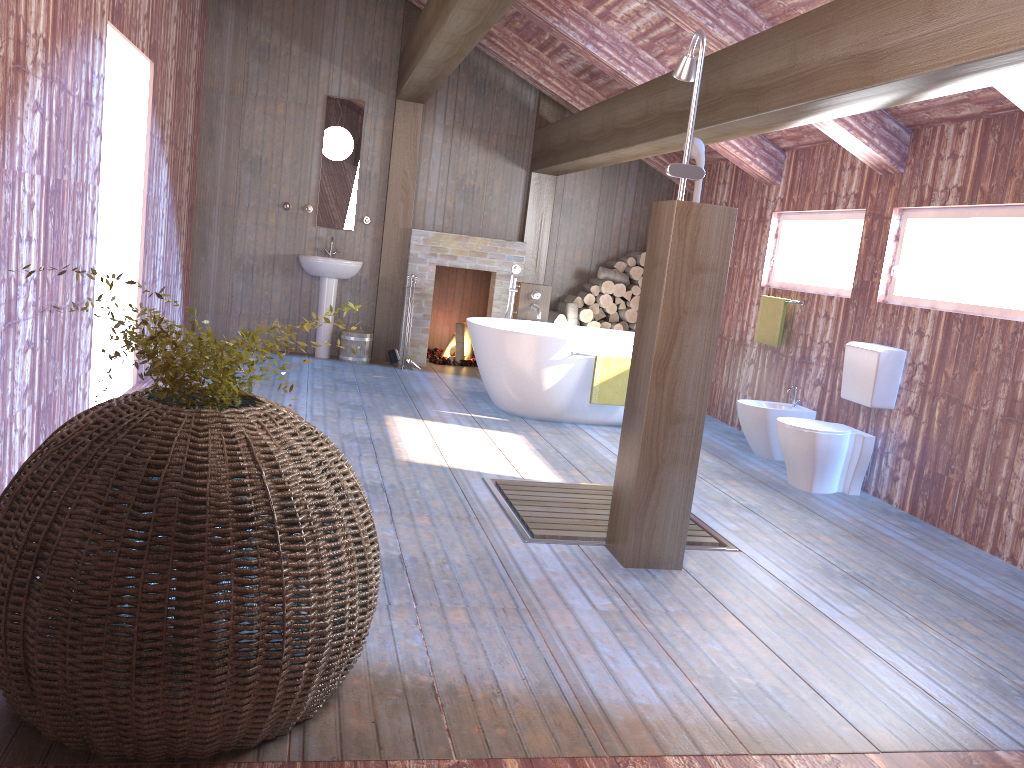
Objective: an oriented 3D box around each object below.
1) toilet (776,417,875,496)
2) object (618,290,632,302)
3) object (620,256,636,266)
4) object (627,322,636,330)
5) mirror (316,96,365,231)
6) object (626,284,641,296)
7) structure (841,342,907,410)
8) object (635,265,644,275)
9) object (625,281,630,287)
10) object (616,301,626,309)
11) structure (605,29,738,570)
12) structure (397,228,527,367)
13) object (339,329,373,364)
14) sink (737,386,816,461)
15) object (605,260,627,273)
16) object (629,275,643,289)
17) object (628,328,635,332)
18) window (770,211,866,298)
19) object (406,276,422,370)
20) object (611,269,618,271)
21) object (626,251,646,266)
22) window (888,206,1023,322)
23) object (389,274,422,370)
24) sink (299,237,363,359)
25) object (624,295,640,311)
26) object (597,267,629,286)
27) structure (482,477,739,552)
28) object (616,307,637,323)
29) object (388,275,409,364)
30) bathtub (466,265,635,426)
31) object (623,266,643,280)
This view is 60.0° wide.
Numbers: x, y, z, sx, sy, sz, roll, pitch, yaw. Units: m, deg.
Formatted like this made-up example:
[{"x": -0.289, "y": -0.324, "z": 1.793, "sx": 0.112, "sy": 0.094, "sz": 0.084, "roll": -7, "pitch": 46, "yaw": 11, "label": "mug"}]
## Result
[{"x": 1.848, "y": 0.442, "z": 5.415, "sx": 0.534, "sy": 0.400, "sz": 0.375, "roll": 5, "pitch": 9, "yaw": -12, "label": "toilet"}, {"x": 1.074, "y": -0.889, "z": 8.838, "sx": 0.109, "sy": 0.124, "sz": 0.424, "roll": 5, "pitch": 9, "yaw": -14, "label": "object"}, {"x": 1.151, "y": -1.216, "z": 8.790, "sx": 0.094, "sy": 0.097, "sz": 0.227, "roll": 5, "pitch": 9, "yaw": -12, "label": "object"}, {"x": 1.225, "y": -0.603, "z": 8.900, "sx": 0.114, "sy": 0.113, "sz": 0.301, "roll": 4, "pitch": 9, "yaw": -15, "label": "object"}, {"x": -1.605, "y": -2.055, "z": 8.300, "sx": 0.350, "sy": 1.199, "sz": 0.009, "roll": 5, "pitch": 9, "yaw": -13, "label": "mirror"}, {"x": 1.169, "y": -0.952, "z": 8.848, "sx": 0.102, "sy": 0.109, "sz": 0.438, "roll": 5, "pitch": 9, "yaw": -13, "label": "object"}, {"x": 2.180, "y": -0.058, "z": 5.393, "sx": 0.182, "sy": 0.363, "sz": 0.358, "roll": 5, "pitch": 9, "yaw": -12, "label": "structure"}, {"x": 1.308, "y": -1.153, "z": 8.848, "sx": 0.141, "sy": 0.143, "sz": 0.437, "roll": 5, "pitch": 9, "yaw": -15, "label": "object"}, {"x": 1.085, "y": -1.036, "z": 8.919, "sx": 0.121, "sy": 0.124, "sz": 0.291, "roll": 5, "pitch": 9, "yaw": -12, "label": "object"}, {"x": 1.066, "y": -0.802, "z": 8.859, "sx": 0.085, "sy": 0.096, "sz": 0.280, "roll": 5, "pitch": 9, "yaw": -12, "label": "object"}, {"x": 0.696, "y": -0.347, "z": 3.688, "sx": 0.328, "sy": 2.209, "sz": 0.522, "roll": 8, "pitch": 9, "yaw": 7, "label": "structure"}, {"x": -0.502, "y": -0.791, "z": 8.695, "sx": 1.130, "sy": 1.330, "sz": 0.226, "roll": 5, "pitch": 9, "yaw": -13, "label": "structure"}, {"x": -1.475, "y": -0.353, "z": 8.388, "sx": 0.309, "sy": 0.290, "sz": 0.308, "roll": 6, "pitch": 9, "yaw": -3, "label": "object"}, {"x": 1.807, "y": 0.260, "z": 6.188, "sx": 0.515, "sy": 0.517, "sz": 0.335, "roll": 5, "pitch": 9, "yaw": -12, "label": "sink"}, {"x": 1.037, "y": -1.172, "z": 8.884, "sx": 0.140, "sy": 0.121, "sz": 0.319, "roll": 5, "pitch": 9, "yaw": -12, "label": "object"}, {"x": 1.254, "y": -1.023, "z": 8.859, "sx": 0.143, "sy": 0.151, "sz": 0.440, "roll": 5, "pitch": 9, "yaw": -13, "label": "object"}, {"x": 1.215, "y": -0.496, "z": 8.912, "sx": 0.116, "sy": 0.117, "sz": 0.289, "roll": 4, "pitch": 9, "yaw": -15, "label": "object"}, {"x": 2.222, "y": -0.948, "z": 6.408, "sx": 0.054, "sy": 0.587, "sz": 1.255, "roll": 5, "pitch": 9, "yaw": -12, "label": "window"}, {"x": -0.923, "y": -0.577, "z": 8.324, "sx": 0.206, "sy": 0.871, "sz": 0.126, "roll": 12, "pitch": 10, "yaw": 29, "label": "object"}, {"x": 0.975, "y": -1.092, "z": 8.883, "sx": 0.113, "sy": 0.130, "sz": 0.291, "roll": 5, "pitch": 9, "yaw": -12, "label": "object"}, {"x": 1.265, "y": -1.250, "z": 8.839, "sx": 0.135, "sy": 0.139, "sz": 0.456, "roll": 5, "pitch": 9, "yaw": -12, "label": "object"}, {"x": 2.526, "y": -0.685, "z": 4.915, "sx": 0.054, "sy": 0.587, "sz": 1.255, "roll": 5, "pitch": 9, "yaw": -12, "label": "window"}, {"x": -1.010, "y": -0.597, "z": 8.368, "sx": 0.276, "sy": 0.888, "sz": 0.333, "roll": 11, "pitch": 10, "yaw": 28, "label": "object"}, {"x": -1.722, "y": -0.797, "z": 8.281, "sx": 0.582, "sy": 1.143, "sz": 0.475, "roll": 5, "pitch": 9, "yaw": -14, "label": "sink"}, {"x": 1.174, "y": -0.824, "z": 8.876, "sx": 0.136, "sy": 0.157, "sz": 0.439, "roll": 5, "pitch": 9, "yaw": -12, "label": "object"}, {"x": 0.991, "y": -1.056, "z": 8.688, "sx": 0.302, "sy": 0.157, "sz": 0.121, "roll": 5, "pitch": 9, "yaw": -12, "label": "object"}, {"x": 0.430, "y": 0.652, "z": 4.372, "sx": 1.000, "sy": 0.067, "sz": 1.000, "roll": 5, "pitch": 9, "yaw": -13, "label": "structure"}, {"x": 1.118, "y": -0.706, "z": 8.884, "sx": 0.141, "sy": 0.143, "sz": 0.437, "roll": 5, "pitch": 9, "yaw": -15, "label": "object"}, {"x": -1.066, "y": -0.604, "z": 8.301, "sx": 0.136, "sy": 0.846, "sz": 0.062, "roll": 2, "pitch": 10, "yaw": -32, "label": "object"}, {"x": 0.603, "y": -0.286, "z": 6.878, "sx": 1.935, "sy": 1.109, "sz": 1.460, "roll": 8, "pitch": 9, "yaw": 9, "label": "bathtub"}, {"x": 1.165, "y": -1.121, "z": 8.840, "sx": 0.139, "sy": 0.148, "sz": 0.458, "roll": 5, "pitch": 9, "yaw": -13, "label": "object"}]
